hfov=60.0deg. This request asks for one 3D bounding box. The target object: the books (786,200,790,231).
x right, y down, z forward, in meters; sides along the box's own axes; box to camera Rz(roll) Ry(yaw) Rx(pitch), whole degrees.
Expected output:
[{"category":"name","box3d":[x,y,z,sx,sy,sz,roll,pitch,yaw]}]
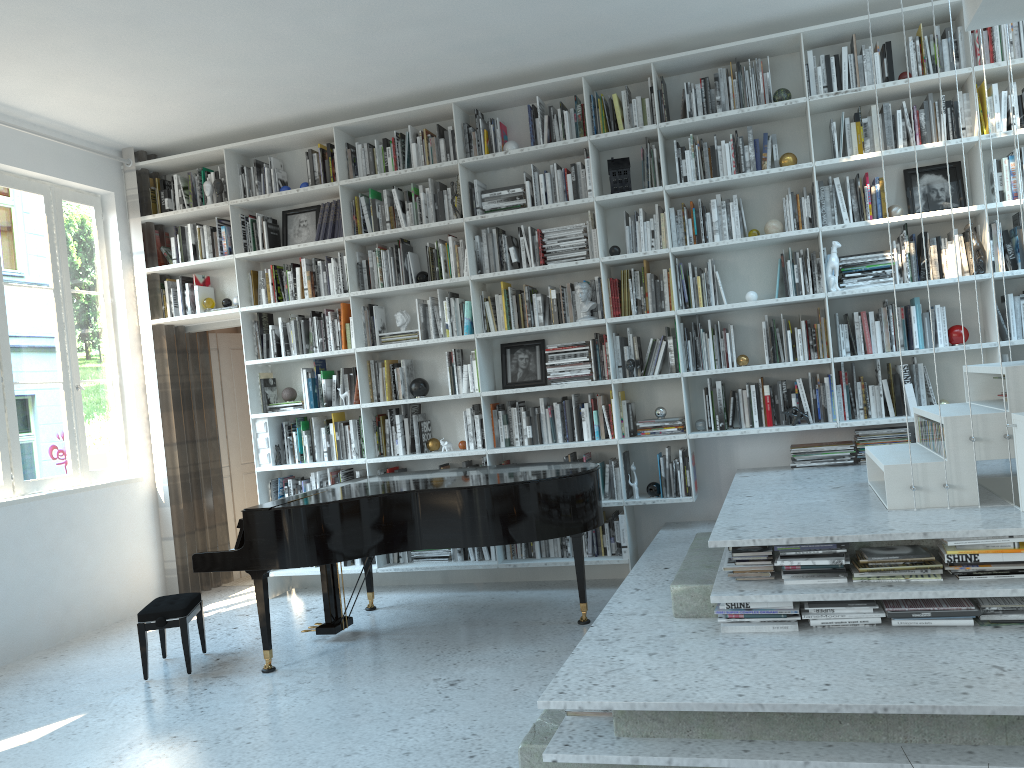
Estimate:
[{"category":"books","box3d":[1.624,-0.971,5.224,0.005,0.205,0.153,-5,0,17]}]

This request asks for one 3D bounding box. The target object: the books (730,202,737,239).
[{"category":"books","box3d":[1.328,-0.955,5.304,0.021,0.232,0.183,-5,0,17]}]

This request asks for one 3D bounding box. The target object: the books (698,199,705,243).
[{"category":"books","box3d":[1.149,-0.962,5.344,0.014,0.280,0.177,-5,0,17]}]

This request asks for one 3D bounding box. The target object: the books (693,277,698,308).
[{"category":"books","box3d":[1.121,-0.544,5.384,0.014,0.192,0.146,-5,0,17]}]

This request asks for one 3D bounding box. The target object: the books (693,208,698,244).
[{"category":"books","box3d":[1.119,-0.936,5.373,0.013,0.236,0.157,-5,0,17]}]

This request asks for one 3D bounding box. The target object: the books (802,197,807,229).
[{"category":"books","box3d":[1.710,-0.978,5.190,0.013,0.202,0.173,-5,0,17]}]

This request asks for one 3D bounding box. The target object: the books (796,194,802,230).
[{"category":"books","box3d":[1.685,-0.988,5.204,0.016,0.228,0.160,-5,0,17]}]

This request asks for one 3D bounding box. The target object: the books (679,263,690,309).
[{"category":"books","box3d":[1.058,-0.586,5.394,0.035,0.288,0.191,-5,0,17]}]

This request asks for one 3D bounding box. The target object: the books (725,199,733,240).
[{"category":"books","box3d":[1.309,-0.968,5.324,0.024,0.262,0.133,-5,0,17]}]

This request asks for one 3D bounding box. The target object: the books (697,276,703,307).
[{"category":"books","box3d":[1.141,-0.546,5.352,0.017,0.192,0.191,-5,0,17]}]

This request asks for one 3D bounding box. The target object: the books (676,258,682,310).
[{"category":"books","box3d":[1.026,-0.598,5.399,0.006,0.319,0.164,-5,0,17]}]

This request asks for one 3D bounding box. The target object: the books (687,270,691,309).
[{"category":"books","box3d":[1.086,-0.567,5.406,0.007,0.244,0.145,-5,0,17]}]

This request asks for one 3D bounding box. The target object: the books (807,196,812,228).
[{"category":"books","box3d":[1.733,-0.981,5.172,0.013,0.204,0.173,-5,0,17]}]

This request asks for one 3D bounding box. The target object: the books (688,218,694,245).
[{"category":"books","box3d":[1.093,-0.905,5.385,0.021,0.179,0.136,-5,0,17]}]

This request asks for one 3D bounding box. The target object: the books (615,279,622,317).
[{"category":"books","box3d":[0.678,-0.528,5.542,0.013,0.247,0.176,-5,0,17]}]

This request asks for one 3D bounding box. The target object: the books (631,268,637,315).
[{"category":"books","box3d":[0.767,-0.560,5.484,0.019,0.294,0.163,-5,0,17]}]

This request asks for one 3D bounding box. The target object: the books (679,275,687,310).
[{"category":"books","box3d":[1.045,-0.551,5.410,0.015,0.220,0.154,-5,0,17]}]

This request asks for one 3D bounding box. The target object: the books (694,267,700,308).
[{"category":"books","box3d":[1.133,-0.577,5.385,0.013,0.256,0.144,-5,0,17]}]

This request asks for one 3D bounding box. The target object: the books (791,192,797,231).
[{"category":"books","box3d":[1.657,-0.994,5.211,0.016,0.244,0.151,-5,0,17]}]

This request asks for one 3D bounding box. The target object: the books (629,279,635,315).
[{"category":"books","box3d":[0.755,-0.528,5.492,0.015,0.232,0.180,-5,0,17]}]

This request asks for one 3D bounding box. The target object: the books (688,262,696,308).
[{"category":"books","box3d":[1.097,-0.585,5.366,0.013,0.279,0.191,-5,0,17]}]

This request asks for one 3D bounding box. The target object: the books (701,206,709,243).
[{"category":"books","box3d":[1.170,-0.942,5.345,0.022,0.237,0.164,-5,0,17]}]

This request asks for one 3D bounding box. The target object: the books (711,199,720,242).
[{"category":"books","box3d":[1.226,-0.960,5.318,0.030,0.263,0.182,-5,0,17]}]

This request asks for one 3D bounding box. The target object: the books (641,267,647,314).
[{"category":"books","box3d":[0.825,-0.565,5.452,0.019,0.293,0.182,-5,0,17]}]

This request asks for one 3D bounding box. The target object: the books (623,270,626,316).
[{"category":"books","box3d":[0.712,-0.554,5.514,0.035,0.293,0.145,-5,0,17]}]

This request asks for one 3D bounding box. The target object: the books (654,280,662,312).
[{"category":"books","box3d":[0.906,-0.528,5.435,0.034,0.204,0.181,-5,0,17]}]

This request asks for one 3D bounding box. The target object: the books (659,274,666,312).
[{"category":"books","box3d":[0.934,-0.549,5.446,0.028,0.239,0.145,-5,0,17]}]

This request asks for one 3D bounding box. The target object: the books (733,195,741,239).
[{"category":"books","box3d":[1.345,-0.977,5.286,0.024,0.272,0.169,-5,0,17]}]

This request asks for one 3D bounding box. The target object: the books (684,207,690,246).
[{"category":"books","box3d":[1.069,-0.937,5.379,0.014,0.248,0.176,-5,0,17]}]

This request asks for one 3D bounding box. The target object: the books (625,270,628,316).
[{"category":"books","box3d":[0.719,-0.555,5.496,0.035,0.293,0.145,-5,0,17]}]

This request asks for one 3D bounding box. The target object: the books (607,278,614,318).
[{"category":"books","box3d":[0.629,-0.526,5.544,0.014,0.254,0.161,-5,0,17]}]

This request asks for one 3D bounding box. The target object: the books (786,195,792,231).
[{"category":"books","box3d":[1.631,-0.985,5.220,0.012,0.232,0.154,-5,0,17]}]

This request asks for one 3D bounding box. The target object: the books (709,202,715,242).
[{"category":"books","box3d":[1.213,-0.956,5.347,0.011,0.257,0.131,-5,0,17]}]

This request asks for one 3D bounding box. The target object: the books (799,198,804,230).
[{"category":"books","box3d":[1.701,-0.979,5.205,0.012,0.206,0.137,-5,0,17]}]

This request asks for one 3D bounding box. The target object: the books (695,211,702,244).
[{"category":"books","box3d":[1.139,-0.928,5.369,0.026,0.216,0.161,-5,0,17]}]

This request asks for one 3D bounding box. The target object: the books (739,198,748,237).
[{"category":"books","box3d":[1.389,-0.972,5.297,0.034,0.254,0.161,-5,0,17]}]

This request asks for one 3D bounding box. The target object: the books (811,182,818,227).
[{"category":"books","box3d":[1.761,-1.021,5.159,0.005,0.278,0.182,-5,0,17]}]

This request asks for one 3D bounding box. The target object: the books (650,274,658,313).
[{"category":"books","box3d":[0.878,-0.545,5.434,0.027,0.242,0.188,-5,0,17]}]

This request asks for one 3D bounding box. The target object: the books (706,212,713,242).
[{"category":"books","box3d":[1.197,-0.923,5.347,0.025,0.194,0.171,-5,0,17]}]

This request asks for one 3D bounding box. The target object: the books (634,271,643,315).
[{"category":"books","box3d":[0.793,-0.554,5.501,0.035,0.278,0.139,-5,0,17]}]

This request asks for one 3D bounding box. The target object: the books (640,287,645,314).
[{"category":"books","box3d":[0.823,-0.508,5.496,0.030,0.181,0.131,-5,0,17]}]

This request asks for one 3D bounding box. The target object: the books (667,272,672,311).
[{"category":"books","box3d":[0.977,-0.557,5.443,0.019,0.248,0.149,-5,0,17]}]

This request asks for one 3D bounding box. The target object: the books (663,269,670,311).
[{"category":"books","box3d":[0.954,-0.564,5.434,0.032,0.266,0.143,-5,0,17]}]

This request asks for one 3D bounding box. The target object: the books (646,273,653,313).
[{"category":"books","box3d":[0.863,-0.549,5.465,0.033,0.253,0.174,-5,0,17]}]

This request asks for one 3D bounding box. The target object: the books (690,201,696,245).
[{"category":"books","box3d":[1.109,-0.959,5.395,0.014,0.284,0.135,-5,0,17]}]

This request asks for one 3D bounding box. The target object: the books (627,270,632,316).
[{"category":"books","box3d":[0.736,-0.556,5.507,0.035,0.293,0.145,-5,0,17]}]

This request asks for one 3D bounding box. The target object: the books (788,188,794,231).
[{"category":"books","box3d":[1.638,-1.004,5.204,0.015,0.267,0.164,-5,0,17]}]

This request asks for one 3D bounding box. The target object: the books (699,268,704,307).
[{"category":"books","box3d":[1.158,-0.573,5.373,0.008,0.242,0.169,-5,0,17]}]

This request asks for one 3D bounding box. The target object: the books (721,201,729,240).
[{"category":"books","box3d":[1.281,-0.957,5.312,0.025,0.245,0.183,-5,0,17]}]

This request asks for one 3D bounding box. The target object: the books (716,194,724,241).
[{"category":"books","box3d":[1.259,-0.980,5.334,0.027,0.295,0.159,-5,0,17]}]

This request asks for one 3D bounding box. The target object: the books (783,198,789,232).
[{"category":"books","box3d":[1.615,-0.978,5.231,0.015,0.220,0.140,-5,0,17]}]

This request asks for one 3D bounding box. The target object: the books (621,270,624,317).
[{"category":"books","box3d":[0.696,-0.552,5.508,0.035,0.293,0.145,-5,0,17]}]

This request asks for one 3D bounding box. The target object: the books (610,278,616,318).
[{"category":"books","box3d":[0.644,-0.529,5.541,0.015,0.255,0.150,-5,0,17]}]

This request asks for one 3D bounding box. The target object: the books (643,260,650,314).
[{"category":"books","box3d":[0.840,-0.589,5.466,0.021,0.337,0.169,-5,0,17]}]

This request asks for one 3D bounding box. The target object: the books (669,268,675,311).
[{"category":"books","box3d":[0.994,-0.569,5.434,0.033,0.268,0.141,-5,0,17]}]

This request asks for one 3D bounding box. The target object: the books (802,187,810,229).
[{"category":"books","box3d":[1.718,-1.006,5.176,0.016,0.257,0.175,-5,0,17]}]

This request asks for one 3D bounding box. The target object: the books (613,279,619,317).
[{"category":"books","box3d":[0.660,-0.524,5.535,0.014,0.244,0.145,-5,0,17]}]

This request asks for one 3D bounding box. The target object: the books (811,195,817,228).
[{"category":"books","box3d":[1.758,-0.985,5.168,0.012,0.206,0.169,-5,0,17]}]
